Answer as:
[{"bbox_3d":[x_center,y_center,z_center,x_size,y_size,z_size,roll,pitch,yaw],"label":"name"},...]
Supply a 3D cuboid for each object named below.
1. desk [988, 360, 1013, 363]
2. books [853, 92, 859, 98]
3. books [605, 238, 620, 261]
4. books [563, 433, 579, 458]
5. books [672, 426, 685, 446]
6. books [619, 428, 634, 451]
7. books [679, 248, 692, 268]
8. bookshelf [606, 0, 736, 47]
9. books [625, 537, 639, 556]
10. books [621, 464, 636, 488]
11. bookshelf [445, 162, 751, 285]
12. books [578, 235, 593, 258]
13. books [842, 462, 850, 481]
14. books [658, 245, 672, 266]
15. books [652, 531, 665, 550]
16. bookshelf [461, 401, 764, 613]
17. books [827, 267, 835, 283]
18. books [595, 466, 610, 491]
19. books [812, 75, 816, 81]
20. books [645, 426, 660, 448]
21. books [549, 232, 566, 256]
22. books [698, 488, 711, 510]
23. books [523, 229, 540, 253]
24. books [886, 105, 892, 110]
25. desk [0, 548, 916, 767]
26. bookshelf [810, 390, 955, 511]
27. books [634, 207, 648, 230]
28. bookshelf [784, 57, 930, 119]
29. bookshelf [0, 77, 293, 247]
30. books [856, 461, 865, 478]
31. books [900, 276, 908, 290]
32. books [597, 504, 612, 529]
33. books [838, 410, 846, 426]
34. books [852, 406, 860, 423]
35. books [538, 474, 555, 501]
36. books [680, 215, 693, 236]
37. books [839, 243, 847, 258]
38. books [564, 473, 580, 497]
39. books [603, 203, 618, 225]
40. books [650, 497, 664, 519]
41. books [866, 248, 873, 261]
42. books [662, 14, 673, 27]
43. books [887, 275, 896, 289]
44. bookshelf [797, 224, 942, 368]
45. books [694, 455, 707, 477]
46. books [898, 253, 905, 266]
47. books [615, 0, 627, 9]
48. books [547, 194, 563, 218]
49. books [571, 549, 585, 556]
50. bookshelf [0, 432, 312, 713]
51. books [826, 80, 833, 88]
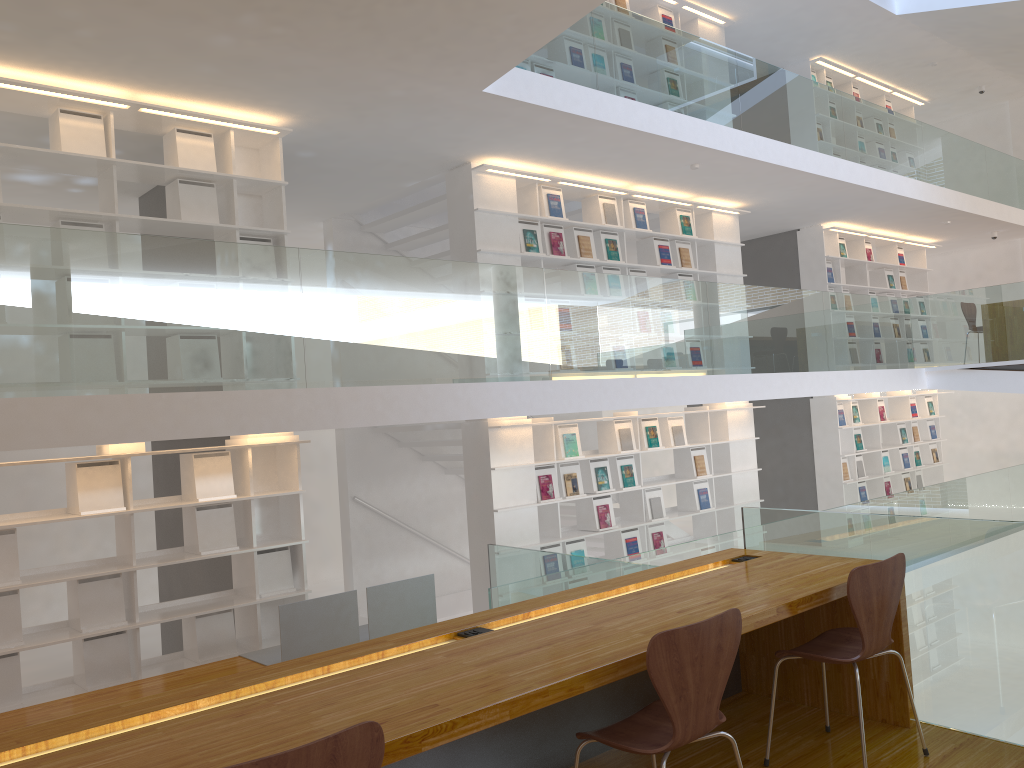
[{"bbox_3d":[6.314,-0.585,9.922,3.194,0.606,0.760,-2,-3,-41],"label":"desk"},{"bbox_3d":[4.506,-3.698,11.581,0.145,0.210,0.037,-2,-3,-41],"label":"books"},{"bbox_3d":[0.920,-1.222,8.110,0.145,0.210,0.037,-2,-3,-41],"label":"books"},{"bbox_3d":[0.504,0.528,7.582,0.145,0.210,0.037,-2,-3,-41],"label":"books"},{"bbox_3d":[1.608,0.510,8.554,0.145,0.210,0.037,-2,-3,-41],"label":"books"},{"bbox_3d":[1.037,0.509,8.052,0.145,0.210,0.037,-2,-3,-41],"label":"books"},{"bbox_3d":[1.725,-1.250,8.825,0.145,0.210,0.037,-2,-3,-41],"label":"books"},{"bbox_3d":[0.908,-2.952,8.400,3.666,1.836,0.498,-2,-3,-41],"label":"bookshelf"},{"bbox_3d":[1.091,1.495,8.012,0.145,0.210,0.037,-2,-3,-41],"label":"books"},{"bbox_3d":[1.054,0.839,8.036,0.145,0.210,0.037,-2,-3,-41],"label":"books"},{"bbox_3d":[1.043,-0.911,8.328,3.666,1.836,0.498,-2,-3,-41],"label":"bookshelf"},{"bbox_3d":[0.651,-1.213,7.878,0.145,0.210,0.037,-2,-3,-41],"label":"books"},{"bbox_3d":[4.016,1.057,10.708,0.145,0.210,0.037,-2,-3,-41],"label":"books"},{"bbox_3d":[1.488,-1.245,8.616,0.145,0.210,0.037,-2,-3,-41],"label":"books"},{"bbox_3d":[1.367,1.486,8.255,0.145,0.210,0.037,-2,-3,-41],"label":"books"},{"bbox_3d":[1.145,1.148,8.294,3.666,1.836,0.397,-2,-3,-41],"label":"bookshelf"},{"bbox_3d":[3.869,-1.314,10.795,0.145,0.210,0.037,-2,-3,-41],"label":"books"},{"bbox_3d":[0.797,0.837,7.817,0.145,0.210,0.037,-2,-3,-41],"label":"books"},{"bbox_3d":[3.688,-3.690,10.862,0.145,0.210,0.037,-2,-3,-41],"label":"books"},{"bbox_3d":[1.315,0.500,8.297,0.145,0.210,0.037,-2,-3,-41],"label":"books"},{"bbox_3d":[0.391,-1.205,7.648,0.145,0.210,0.037,-2,-3,-41],"label":"books"},{"bbox_3d":[1.895,1.137,8.747,0.145,0.210,0.037,-2,-3,-41],"label":"books"},{"bbox_3d":[0.162,-1.193,7.447,0.145,0.210,0.037,-2,-3,-41],"label":"books"},{"bbox_3d":[5.187,-3.722,12.182,0.145,0.210,0.037,-2,-3,-41],"label":"books"},{"bbox_3d":[-0.105,1.209,2.745,3.236,0.918,1.285,-2,-3,-41],"label":"desk"},{"bbox_3d":[4.976,1.011,11.601,2.984,1.836,0.498,-2,-3,-41],"label":"bookshelf"},{"bbox_3d":[1.218,-1.564,8.404,0.145,0.210,0.037,-2,-3,-41],"label":"books"},{"bbox_3d":[4.706,-3.085,11.745,2.984,1.836,0.498,-2,-3,-41],"label":"bookshelf"},{"bbox_3d":[-2.679,-0.781,5.041,2.984,1.836,0.498,-2,-3,-41],"label":"bookshelf"},{"bbox_3d":[4.306,1.057,10.958,0.145,0.210,0.037,-2,-3,-41],"label":"books"},{"bbox_3d":[5.343,-1.364,12.099,0.145,0.210,0.037,-2,-3,-41],"label":"books"},{"bbox_3d":[0.812,1.170,7.797,0.145,0.210,0.037,-2,-3,-41],"label":"books"},{"bbox_3d":[3.989,0.416,10.739,0.145,0.210,0.037,-2,-3,-41],"label":"books"},{"bbox_3d":[4.252,0.374,10.979,0.145,0.210,0.037,-2,-3,-41],"label":"books"},{"bbox_3d":[0.287,0.862,7.364,0.145,0.210,0.037,-2,-3,-41],"label":"books"},{"bbox_3d":[1.744,-1.581,8.868,0.145,0.210,0.037,-2,-3,-41],"label":"books"},{"bbox_3d":[4.124,-1.652,11.055,0.145,0.210,0.037,-2,-3,-41],"label":"books"},{"bbox_3d":[0.511,0.870,7.573,0.145,0.210,0.037,-2,-3,-41],"label":"books"},{"bbox_3d":[0.903,-1.552,8.127,0.145,0.210,0.037,-2,-3,-41],"label":"books"},{"bbox_3d":[1.349,1.165,8.265,0.145,0.210,0.037,-2,-3,-41],"label":"books"},{"bbox_3d":[4.641,-1.654,11.509,0.145,0.210,0.037,-2,-3,-41],"label":"books"},{"bbox_3d":[1.570,-3.599,8.907,0.145,0.210,0.037,-2,-3,-41],"label":"books"},{"bbox_3d":[5.080,-1.355,11.868,0.145,0.210,0.037,-2,-3,-41],"label":"books"},{"bbox_3d":[4.841,-1.044,11.674,2.984,1.836,0.498,-2,-3,-41],"label":"bookshelf"},{"bbox_3d":[1.859,0.811,8.750,0.145,0.210,0.037,-2,-3,-41],"label":"books"},{"bbox_3d":[5.322,-1.678,12.110,0.145,0.210,0.037,-2,-3,-41],"label":"books"},{"bbox_3d":[1.039,-3.594,8.440,0.145,0.210,0.037,-2,-3,-41],"label":"books"},{"bbox_3d":[0.373,-1.535,7.659,0.145,0.210,0.037,-2,-3,-41],"label":"books"},{"bbox_3d":[0.572,1.522,7.549,0.145,0.210,0.037,-2,-3,-41],"label":"books"},{"bbox_3d":[-2.543,1.274,4.969,2.984,1.836,0.498,-2,-3,-41],"label":"bookshelf"},{"bbox_3d":[3.989,-3.696,11.127,0.145,0.210,0.037,-2,-3,-41],"label":"books"}]
